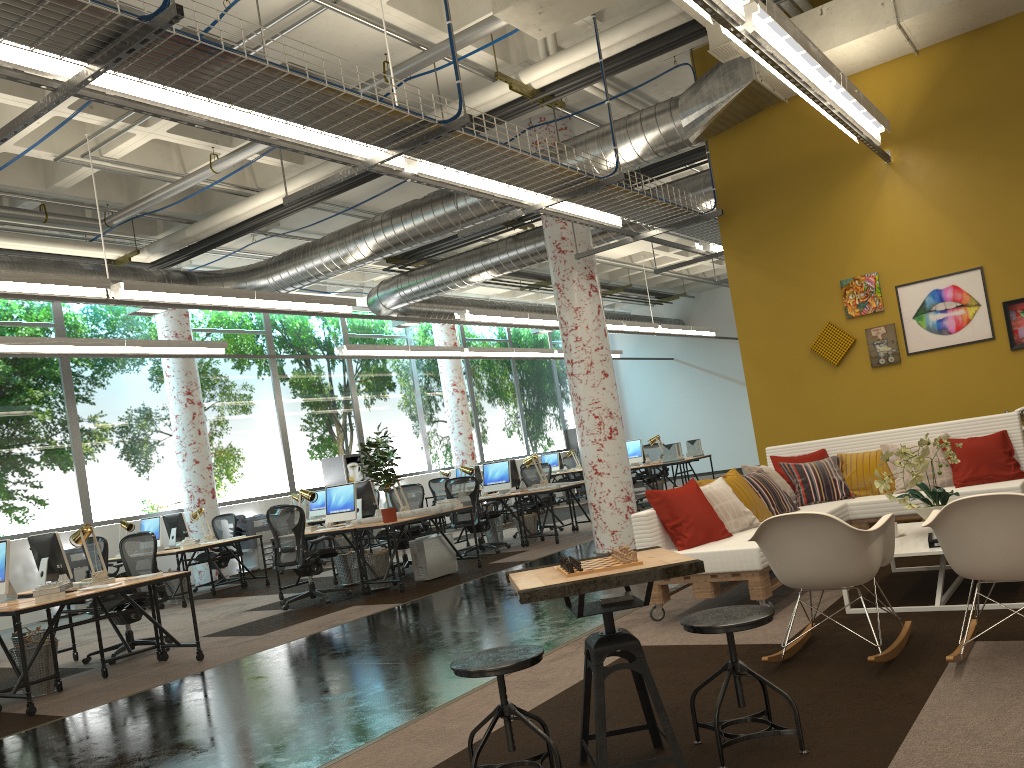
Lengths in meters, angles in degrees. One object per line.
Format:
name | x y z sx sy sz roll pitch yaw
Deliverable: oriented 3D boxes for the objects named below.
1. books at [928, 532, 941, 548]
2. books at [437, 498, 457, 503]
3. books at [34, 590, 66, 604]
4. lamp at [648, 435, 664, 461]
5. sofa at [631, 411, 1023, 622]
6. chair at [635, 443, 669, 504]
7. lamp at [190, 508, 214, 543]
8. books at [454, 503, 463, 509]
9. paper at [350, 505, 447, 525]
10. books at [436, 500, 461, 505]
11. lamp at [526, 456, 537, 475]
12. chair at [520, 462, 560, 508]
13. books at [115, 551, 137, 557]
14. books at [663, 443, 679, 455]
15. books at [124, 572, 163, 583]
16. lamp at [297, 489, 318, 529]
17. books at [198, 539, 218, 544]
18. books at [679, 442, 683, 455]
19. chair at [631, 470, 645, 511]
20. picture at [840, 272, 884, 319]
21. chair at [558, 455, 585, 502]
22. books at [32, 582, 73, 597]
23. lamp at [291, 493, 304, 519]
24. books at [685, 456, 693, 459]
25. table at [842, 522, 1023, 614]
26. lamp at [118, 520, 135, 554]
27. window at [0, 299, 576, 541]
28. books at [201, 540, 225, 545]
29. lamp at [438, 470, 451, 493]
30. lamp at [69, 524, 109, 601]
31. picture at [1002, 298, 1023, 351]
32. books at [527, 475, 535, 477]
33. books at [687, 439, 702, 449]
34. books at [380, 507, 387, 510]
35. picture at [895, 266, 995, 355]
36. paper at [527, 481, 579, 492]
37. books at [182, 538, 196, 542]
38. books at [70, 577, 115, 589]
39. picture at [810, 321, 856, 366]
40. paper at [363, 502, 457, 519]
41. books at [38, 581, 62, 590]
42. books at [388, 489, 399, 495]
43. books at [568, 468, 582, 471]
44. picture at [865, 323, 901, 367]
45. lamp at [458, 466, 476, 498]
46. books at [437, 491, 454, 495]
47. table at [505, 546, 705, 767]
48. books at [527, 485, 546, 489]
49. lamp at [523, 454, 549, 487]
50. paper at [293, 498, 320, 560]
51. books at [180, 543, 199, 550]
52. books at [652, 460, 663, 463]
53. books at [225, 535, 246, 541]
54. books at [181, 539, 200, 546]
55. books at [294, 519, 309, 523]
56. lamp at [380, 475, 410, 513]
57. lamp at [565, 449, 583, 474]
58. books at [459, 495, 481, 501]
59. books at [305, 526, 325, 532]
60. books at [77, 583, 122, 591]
books | 2.550 0.873 5.032 0.335 0.048 0.279 -11 -5 26
books | -0.753 1.350 10.239 0.186 0.030 0.152 -12 -6 32
books | -3.357 1.543 6.439 0.200 0.050 0.273 -7 -5 -28
lamp | 2.749 1.225 16.207 0.218 0.609 0.531 -8 -4 -36
sofa | 2.422 0.878 6.313 2.027 0.929 2.849 -12 -5 34
chair | 2.695 1.692 16.992 0.772 1.083 0.792 -10 -3 18
lamp | -4.366 2.054 12.540 0.208 0.609 0.531 -8 -3 -36
books | -0.731 1.425 10.221 0.273 0.050 0.200 -12 -6 32
paper | -1.276 1.458 9.795 1.136 0.082 0.083 -10 -3 9
books | -0.738 1.380 10.250 0.192 0.044 0.259 -5 -6 -38
lamp | 0.410 2.020 21.042 0.218 0.609 0.531 -8 -4 -36
chair | 0.587 2.312 20.232 0.772 1.083 0.792 -10 -3 18
books | -5.416 2.404 12.513 0.310 0.038 0.225 -13 -6 35
books | 2.749 1.187 15.256 0.235 0.310 0.068 -11 -3 35
books | -2.939 1.543 7.067 0.200 0.024 0.235 -10 -5 8
lamp | -2.431 1.535 10.389 0.218 0.609 0.531 -8 -4 -36
books | -4.362 2.238 12.560 0.310 0.038 0.225 -13 -6 35
books | 2.833 1.184 15.378 0.235 0.310 0.068 -11 -3 35
chair | 1.814 1.696 15.397 0.772 1.083 0.792 -10 -3 18
picture | 3.204 -0.811 8.108 0.332 0.355 0.027 -11 -3 35
chair | 1.468 2.308 21.827 0.772 1.083 0.792 -10 -3 18
books | -3.351 1.496 6.464 0.192 0.044 0.258 -8 -5 -8
lamp | -3.695 2.168 15.109 0.208 0.609 0.531 -8 -3 -36
books | 3.132 1.322 15.832 0.200 0.024 0.235 -10 -5 8
table | 2.676 1.075 5.398 0.989 0.329 1.260 -12 -6 34
lamp | -5.473 2.233 12.542 0.218 0.609 0.531 -8 -4 -36
window | -5.016 0.274 15.987 0.050 3.754 26.147 -10 -5 34
books | -4.084 2.165 12.089 0.244 0.019 0.205 -10 -5 12
lamp | -1.435 2.086 18.377 0.218 0.609 0.531 -8 -4 -36
lamp | -3.447 1.450 7.262 0.218 0.609 0.531 -8 -4 -36
picture | 4.380 -0.531 7.336 0.505 0.417 0.041 -12 -3 35
books | 0.468 2.191 21.013 0.310 0.038 0.225 -13 -6 35
books | 3.324 1.166 16.086 0.235 0.310 0.068 -11 -3 35
books | -2.204 2.087 14.731 0.200 0.024 0.235 -10 -5 8
picture | 3.772 -0.630 7.738 0.709 0.631 0.018 -12 -3 35
paper | 0.577 1.422 12.360 0.570 0.061 0.625 -12 -6 32
books | -4.285 2.071 11.740 0.152 0.030 0.186 -7 -5 -27
books | -3.447 1.634 7.280 0.310 0.038 0.225 -13 -6 35
picture | 2.996 -0.376 8.272 0.426 0.423 0.047 -12 -3 35
paper | -1.181 1.454 9.932 1.134 0.082 0.083 -9 -3 -1
books | -3.370 1.467 6.459 0.152 0.030 0.186 -7 -5 -27
books | -2.013 1.931 14.985 0.235 0.310 0.068 -11 -3 35
books | 1.522 2.025 21.060 0.310 0.038 0.225 -13 -6 35
picture | 3.365 -0.349 8.033 0.253 0.355 0.027 -11 -3 35
lamp | -0.698 1.503 13.001 0.208 0.609 0.531 -8 -3 -36
books | -1.377 2.258 18.347 0.310 0.038 0.225 -13 -6 35
table | 0.366 1.042 3.222 0.625 0.758 0.618 -9 -3 -5
books | 0.409 1.509 13.015 0.310 0.038 0.225 -13 -6 35
lamp | 0.405 1.325 12.995 0.208 0.609 0.531 -8 -3 -36
paper | -3.673 2.573 16.014 0.441 1.196 0.412 -10 -2 13
books | -4.272 2.147 11.720 0.200 0.050 0.273 -7 -5 -28
books | 2.749 1.409 16.225 0.310 0.038 0.225 -13 -6 35
books | -3.854 2.147 12.348 0.200 0.024 0.235 -10 -5 8
books | -4.266 2.100 11.744 0.192 0.044 0.258 -8 -5 -8
books | -3.641 2.340 15.077 0.310 0.038 0.225 -13 -6 35
lamp | -1.324 1.356 10.386 0.208 0.609 0.531 -8 -3 -36
lamp | 1.522 1.840 21.042 0.218 0.609 0.531 -8 -4 -36
books | -0.645 1.675 12.968 0.310 0.038 0.225 -13 -6 35
books | -2.374 1.706 10.360 0.310 0.038 0.225 -13 -6 35
books | -3.169 1.561 6.808 0.244 0.019 0.205 -10 -5 12
